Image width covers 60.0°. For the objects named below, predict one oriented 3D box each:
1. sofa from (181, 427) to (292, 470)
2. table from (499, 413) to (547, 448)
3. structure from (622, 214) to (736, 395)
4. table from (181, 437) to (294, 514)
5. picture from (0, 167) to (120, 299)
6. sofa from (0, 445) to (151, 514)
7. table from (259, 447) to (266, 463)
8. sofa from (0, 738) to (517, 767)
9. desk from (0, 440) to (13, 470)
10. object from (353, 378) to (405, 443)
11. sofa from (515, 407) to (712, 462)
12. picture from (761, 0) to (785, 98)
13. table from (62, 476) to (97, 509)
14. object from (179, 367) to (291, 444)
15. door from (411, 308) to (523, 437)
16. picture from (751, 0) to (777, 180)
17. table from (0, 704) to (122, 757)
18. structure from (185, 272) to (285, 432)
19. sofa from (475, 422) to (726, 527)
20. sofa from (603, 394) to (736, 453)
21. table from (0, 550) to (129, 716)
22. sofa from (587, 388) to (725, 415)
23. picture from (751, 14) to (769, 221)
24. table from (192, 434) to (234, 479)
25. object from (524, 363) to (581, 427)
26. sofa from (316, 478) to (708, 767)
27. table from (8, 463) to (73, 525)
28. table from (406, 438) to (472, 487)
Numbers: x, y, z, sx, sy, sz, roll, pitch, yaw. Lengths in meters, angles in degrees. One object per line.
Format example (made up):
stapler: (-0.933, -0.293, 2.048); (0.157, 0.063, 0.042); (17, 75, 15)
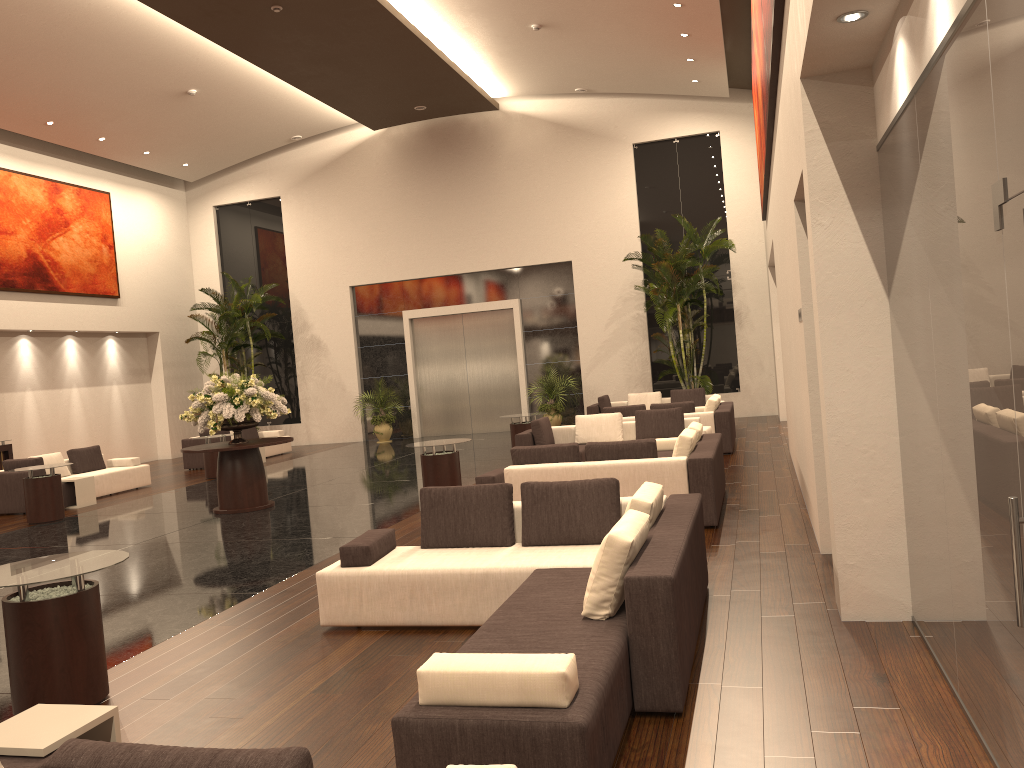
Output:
sofa: (-6.101, 1.321, 20.231); (1.291, 0.862, 2.846); (-5, 1, 15)
table: (0.226, 0.932, 15.347); (0.833, 0.795, 0.844); (-6, 2, -24)
structure: (3.849, -1.395, 19.535); (2.436, 4.611, 2.531); (-5, 1, -13)
table: (-3.784, 1.286, 12.395); (1.498, 0.921, 1.498); (-5, 1, 7)
picture: (-10.091, -3.196, 18.983); (0.070, 2.526, 4.515); (-5, 1, 16)
sofa: (-7.474, 1.563, 15.232); (1.291, 0.862, 2.846); (-5, 1, 15)
table: (-5.659, 1.509, 19.305); (0.400, 0.460, 0.400); (-5, 1, 16)
sofa: (-1.281, 1.345, 2.659); (2.846, 0.862, 1.291); (-5, 1, 16)
desk: (-9.273, 1.597, 14.902); (0.760, 1.114, 1.634); (-5, 1, 16)
object: (-3.250, 0.618, 22.162); (1.373, 1.682, 1.297); (-6, 2, -41)
sofa: (1.517, 0.852, 12.849); (2.846, 0.862, 1.291); (-5, 1, 15)
picture: (1.797, -3.899, 6.300); (0.070, 2.526, 4.515); (-5, 1, 16)
table: (-7.032, 1.751, 14.306); (0.400, 0.460, 0.400); (-5, 1, 16)
object: (-3.845, 0.280, 12.361); (1.453, 1.097, 1.402); (-6, 2, -28)
door: (-1.124, -0.258, 22.386); (2.767, 3.048, 0.040); (-5, 1, 16)
picture: (2.992, -4.110, 10.652); (0.070, 2.526, 4.515); (-5, 1, 16)
table: (-1.842, 1.575, 3.508); (0.400, 0.460, 0.400); (-5, 1, 16)
structure: (-6.899, -0.552, 22.676); (2.436, 4.611, 2.531); (-5, 1, -13)
sofa: (1.103, 0.952, 10.249); (2.586, 0.862, 3.366); (-5, 1, 15)
sofa: (2.604, 0.687, 15.714); (2.586, 0.862, 3.366); (-5, 1, 15)
table: (-2.581, 1.430, 5.019); (0.844, 0.795, 0.833); (-6, 2, -35)
sofa: (3.018, 0.587, 18.314); (2.846, 0.862, 1.291); (-5, 1, 15)
picture: (4.188, -4.321, 15.008); (0.070, 2.526, 4.515); (-5, 1, 16)
table: (-5.649, 1.395, 16.983); (0.833, 0.795, 0.844); (-6, 2, -24)
object: (0.898, 0.293, 20.953); (1.373, 1.682, 1.297); (-6, 2, -36)
sofa: (-0.295, 1.200, 5.091); (2.586, 0.862, 3.366); (-5, 1, 16)
table: (-6.765, 1.595, 12.812); (0.833, 0.795, 0.844); (-6, 2, -24)
table: (-0.890, 1.132, 11.176); (0.833, 0.795, 0.844); (-6, 2, -24)
